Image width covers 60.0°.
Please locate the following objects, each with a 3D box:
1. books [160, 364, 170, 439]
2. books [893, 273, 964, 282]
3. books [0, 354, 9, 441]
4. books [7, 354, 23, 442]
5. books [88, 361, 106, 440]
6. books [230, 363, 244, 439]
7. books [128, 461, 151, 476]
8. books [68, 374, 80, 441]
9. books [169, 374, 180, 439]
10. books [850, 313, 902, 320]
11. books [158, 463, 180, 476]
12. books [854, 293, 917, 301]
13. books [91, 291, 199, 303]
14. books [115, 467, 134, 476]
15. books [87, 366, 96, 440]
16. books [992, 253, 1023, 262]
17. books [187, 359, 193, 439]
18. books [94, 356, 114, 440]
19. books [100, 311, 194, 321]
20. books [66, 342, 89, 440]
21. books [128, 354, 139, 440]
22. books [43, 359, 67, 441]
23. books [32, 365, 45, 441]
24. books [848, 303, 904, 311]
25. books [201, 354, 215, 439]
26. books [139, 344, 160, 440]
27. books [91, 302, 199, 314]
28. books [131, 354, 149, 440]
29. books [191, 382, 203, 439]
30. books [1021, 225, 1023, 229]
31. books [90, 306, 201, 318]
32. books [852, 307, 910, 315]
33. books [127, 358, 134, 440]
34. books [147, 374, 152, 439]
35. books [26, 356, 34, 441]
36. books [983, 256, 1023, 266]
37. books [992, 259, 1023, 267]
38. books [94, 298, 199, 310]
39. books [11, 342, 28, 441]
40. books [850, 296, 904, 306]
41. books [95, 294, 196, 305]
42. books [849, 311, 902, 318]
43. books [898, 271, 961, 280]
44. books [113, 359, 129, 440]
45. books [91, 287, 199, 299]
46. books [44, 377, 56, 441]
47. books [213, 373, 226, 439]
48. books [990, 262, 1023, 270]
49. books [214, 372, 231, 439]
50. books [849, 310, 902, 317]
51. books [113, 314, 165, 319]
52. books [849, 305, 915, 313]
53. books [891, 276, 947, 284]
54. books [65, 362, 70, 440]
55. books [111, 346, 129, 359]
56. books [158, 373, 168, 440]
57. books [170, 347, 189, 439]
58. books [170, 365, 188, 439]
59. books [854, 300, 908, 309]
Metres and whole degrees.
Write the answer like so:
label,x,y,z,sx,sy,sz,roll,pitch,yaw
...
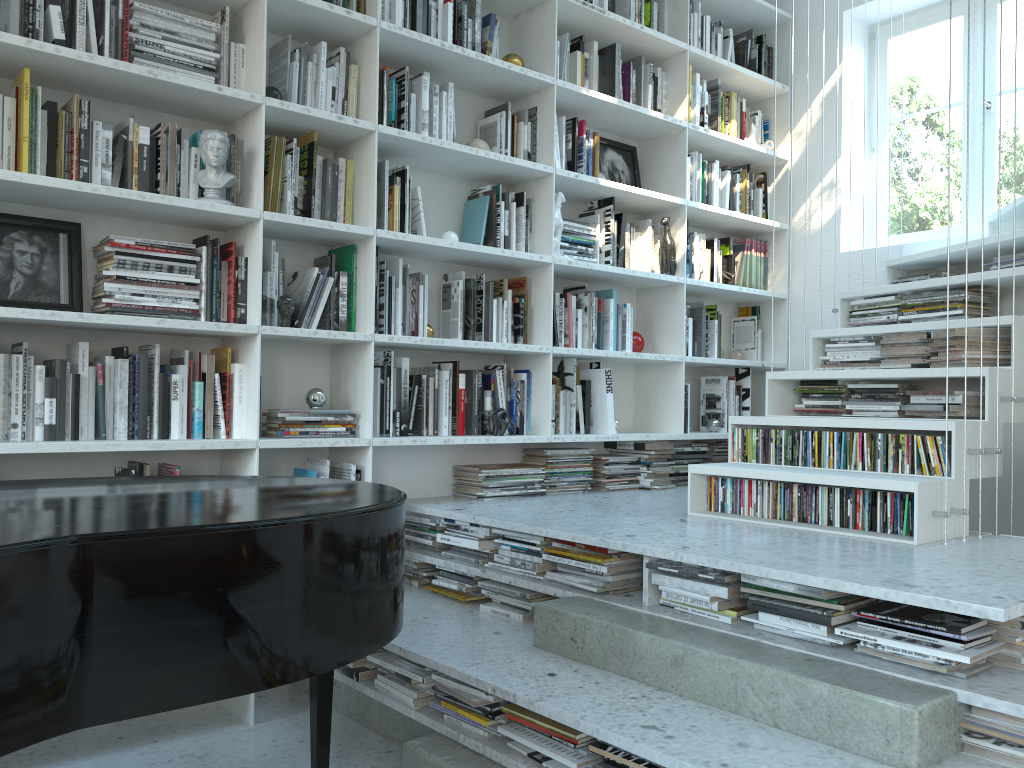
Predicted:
label,x,y,z,sx,sy,sz,roll,pitch,yaw
books,-1.130,0.057,2.843,0.014,0.235,0.154,1,-1,-39
books,1.879,-0.467,3.971,0.150,0.017,0.288,1,-1,-24
books,-1.482,0.039,2.564,0.024,0.247,0.132,1,-1,-39
books,-1.452,0.040,2.567,0.027,0.245,0.179,1,-1,-39
books,-1.279,0.051,2.719,0.031,0.237,0.159,1,-1,-39
books,-0.946,0.057,2.968,0.033,0.246,0.176,1,-1,-39
books,-1.152,0.393,2.731,0.013,0.303,0.181,1,-1,-39
books,-1.330,0.069,2.658,0.023,0.196,0.165,1,-1,-39
books,-1.108,0.073,2.845,0.023,0.204,0.167,1,-1,-39
books,1.589,-0.280,3.724,0.152,0.005,0.292,2,-2,-27
books,-1.083,0.400,2.794,0.015,0.293,0.169,1,-1,-39
books,1.587,-0.358,3.724,0.165,0.014,0.235,1,-1,-22
books,-1.166,-0.271,2.821,0.285,0.012,0.159,2,-2,-39
books,-1.191,0.401,2.718,0.012,0.285,0.159,1,-1,-39
books,-1.305,0.058,2.707,0.025,0.220,0.140,1,-1,-39
books,2.048,-0.497,3.500,0.182,0.016,0.199,1,-1,-18
books,-1.077,0.048,2.896,0.014,0.256,0.145,1,-1,-39
books,-1.267,0.043,2.748,0.025,0.254,0.136,1,-1,-39
books,-1.164,-0.211,2.816,0.254,0.012,0.161,2,-2,-37
books,-1.318,0.022,2.685,0.026,0.291,0.152,1,-1,-39
books,-1.201,0.041,2.777,0.010,0.261,0.181,1,-1,-39
books,-1.361,0.047,2.635,0.029,0.238,0.165,1,-1,-39
books,-1.402,0.056,2.598,0.023,0.217,0.174,1,-1,-39
books,1.583,-0.316,3.722,0.168,0.005,0.292,1,-1,-21
books,-1.028,0.042,2.920,0.026,0.272,0.175,1,-1,-39
books,-1.153,0.025,2.813,0.012,0.296,0.177,1,-1,-39
books,-1.165,-0.235,2.818,0.285,0.012,0.159,2,-2,-40
books,-1.182,0.040,2.783,0.028,0.264,0.161,1,-1,-39
books,-1.048,0.085,2.888,0.023,0.183,0.169,1,-1,-39
books,2.146,-0.637,3.484,0.226,0.013,0.284,0,-1,24
books,-1.159,-0.224,2.811,0.285,0.012,0.159,2,-2,-44
books,1.580,-0.300,3.721,0.171,0.011,0.231,2,-2,-28
books,-1.216,0.046,2.778,0.011,0.251,0.158,1,-1,-39
books,-1.173,0.072,2.810,0.021,0.202,0.128,1,-1,-39
books,-1.433,0.042,2.602,0.021,0.244,0.141,1,-1,-39
books,2.049,-0.487,3.500,0.192,0.006,0.299,1,-1,-14
books,2.062,-0.477,3.504,0.161,0.012,0.254,1,-1,-15
books,-1.159,-0.247,2.811,0.285,0.012,0.159,2,-2,-34
books,-1.434,0.022,2.577,0.013,0.282,0.166,1,-1,-39
books,1.578,-0.344,3.720,0.190,0.015,0.230,1,-1,-25
books,-1.159,-0.260,2.812,0.254,0.012,0.161,2,-2,-44
books,1.581,-0.285,3.721,0.184,0.006,0.262,1,-1,-24
books,1.884,-0.479,3.974,0.160,0.008,0.239,2,-2,-30
books,-1.230,0.048,2.744,0.026,0.245,0.191,1,-1,-39
books,-1.164,-0.283,2.819,0.285,0.012,0.159,2,-2,-38
books,-1.379,0.073,2.611,0.029,0.184,0.174,1,-1,-39
books,-0.995,0.072,2.934,0.042,0.212,0.169,1,-1,-39
books,2.050,-0.466,3.500,0.170,0.010,0.233,1,-1,-19
books,-0.975,0.071,2.951,0.011,0.216,0.166,1,-1,-39
books,1.580,-0.292,3.720,0.170,0.006,0.268,2,-2,-28
books,-1.161,-0.199,2.812,0.254,0.012,0.161,2,-2,-43
books,1.583,-0.310,3.722,0.162,0.008,0.289,1,-1,-20
books,1.867,-0.456,3.964,0.184,0.006,0.262,2,-2,-33
books,-1.351,0.052,2.657,0.013,0.230,0.139,1,-1,-39
books,-1.230,0.028,2.775,0.014,0.286,0.134,1,-1,-39
books,-1.138,0.070,2.822,0.024,0.207,0.183,1,-1,-39
books,-1.083,0.029,2.881,0.014,0.293,0.137,1,-1,-39
books,-1.090,0.058,2.860,0.023,0.234,0.174,1,-1,-39
books,1.602,-0.327,3.730,0.136,0.017,0.298,1,-1,-23
